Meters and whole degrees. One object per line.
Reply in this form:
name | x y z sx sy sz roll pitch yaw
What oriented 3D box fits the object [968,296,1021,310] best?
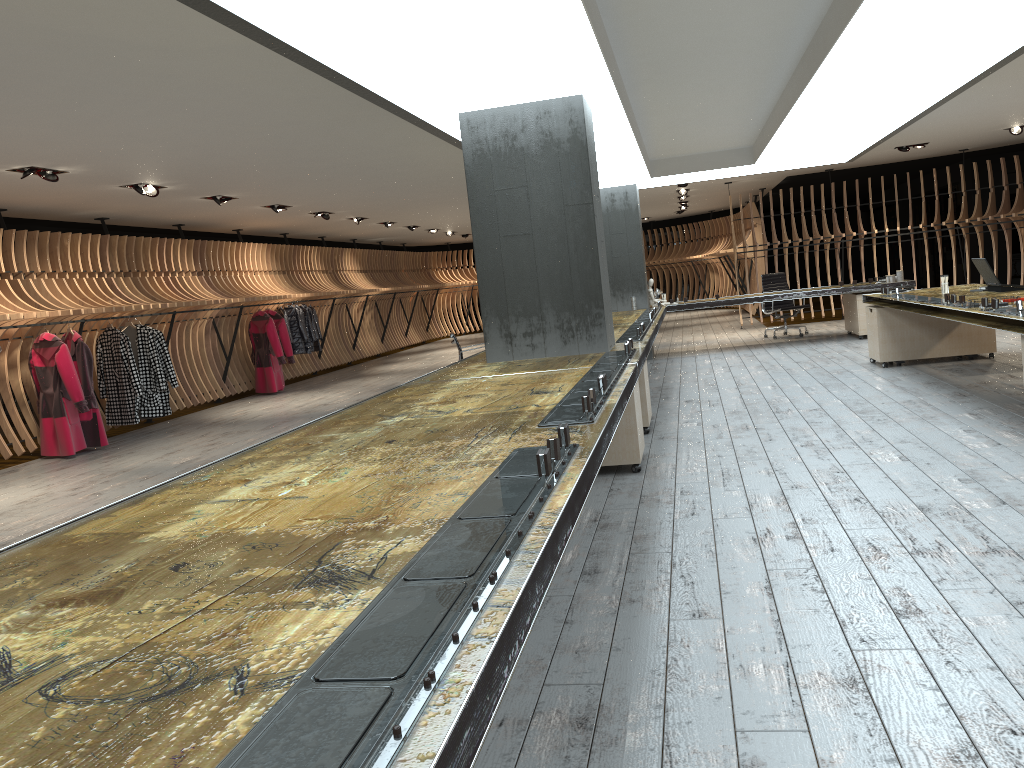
object | 3.425 -0.573 6.298 0.302 0.074 0.217 -6 6 6

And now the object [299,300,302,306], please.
object | -3.720 -1.339 15.507 0.438 0.243 0.010 -5 5 12

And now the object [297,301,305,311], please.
object | -3.714 -1.333 15.384 0.440 0.226 0.010 -2 7 37

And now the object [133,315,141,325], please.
object | -4.603 -0.716 10.880 0.525 0.270 0.012 -6 5 2

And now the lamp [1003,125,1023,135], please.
lamp | 7.513 -3.820 12.997 0.270 0.291 0.493 -10 7 -33

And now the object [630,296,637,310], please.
object | 1.754 -1.164 12.767 0.079 0.188 0.079 -4 6 27

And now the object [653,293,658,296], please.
object | 2.153 -1.272 13.342 0.081 0.198 0.050 -2 7 37

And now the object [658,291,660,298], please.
object | 2.199 -1.292 13.320 0.084 0.239 0.009 -7 5 -11

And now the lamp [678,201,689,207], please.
lamp | 3.971 -4.253 20.558 0.269 0.295 0.493 -5 6 12

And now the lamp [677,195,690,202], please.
lamp | 3.666 -4.052 19.002 0.269 0.288 0.493 -5 6 12

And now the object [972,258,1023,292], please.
object | 4.377 -0.989 7.942 0.365 0.315 0.373 -5 6 12

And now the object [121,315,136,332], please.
object | -4.619 -0.695 10.700 0.525 0.270 0.012 -5 5 12

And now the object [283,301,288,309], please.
object | -3.816 -1.277 14.944 0.440 0.226 0.010 -6 5 2

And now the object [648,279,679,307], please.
object | 2.227 -1.358 13.105 0.431 0.429 0.195 -6 5 7

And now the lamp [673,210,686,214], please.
lamp | 4.505 -4.656 23.679 0.269 0.293 0.493 -7 6 -5

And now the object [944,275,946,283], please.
object | 4.181 -0.969 8.548 0.007 0.170 0.030 -6 5 8

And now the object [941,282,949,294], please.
object | 4.169 -0.922 8.537 0.061 0.111 0.062 -1 8 45

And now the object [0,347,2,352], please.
object | -5.103 -0.400 8.427 0.547 0.261 0.023 -5 5 13

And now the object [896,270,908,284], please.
object | 5.391 -1.470 12.264 0.088 0.204 0.263 -5 6 10

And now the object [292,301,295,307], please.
object | -3.774 -1.308 15.236 0.438 0.242 0.016 -2 7 37

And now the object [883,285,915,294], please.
object | 4.166 -1.014 9.568 0.302 0.074 0.217 -6 6 6

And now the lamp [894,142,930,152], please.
lamp | 6.280 -3.786 13.944 0.492 0.293 0.270 -4 6 18

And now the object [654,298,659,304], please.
object | 2.166 -1.232 13.333 0.108 0.128 0.108 -4 6 27

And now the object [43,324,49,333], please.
object | -4.914 -0.514 9.355 0.525 0.270 0.012 -3 6 32

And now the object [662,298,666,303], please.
object | 2.292 -1.240 13.350 0.061 0.111 0.062 -6 5 0

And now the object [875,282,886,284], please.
object | 5.323 -1.449 12.638 0.343 0.015 0.233 0 9 43

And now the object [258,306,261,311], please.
object | -3.997 -1.134 14.051 0.525 0.270 0.012 -1 7 41

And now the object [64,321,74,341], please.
object | -4.818 -0.558 9.662 0.525 0.270 0.012 -1 7 41

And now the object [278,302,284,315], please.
object | -3.860 -1.247 14.713 0.010 0.226 0.440 -9 7 -28

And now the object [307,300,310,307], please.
object | -3.637 -1.394 15.861 0.010 0.226 0.440 -11 7 -38

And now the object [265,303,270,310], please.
object | -3.950 -1.158 14.320 0.523 0.290 0.015 -4 6 22

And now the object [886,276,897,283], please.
object | 5.319 -1.460 12.400 0.174 0.088 0.290 -3 7 28

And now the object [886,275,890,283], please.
object | 5.258 -1.464 12.397 0.062 0.108 0.062 -8 6 -16

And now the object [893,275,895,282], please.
object | 5.328 -1.470 12.383 0.062 0.108 0.062 -8 6 -16

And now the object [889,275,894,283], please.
object | 5.280 -1.459 12.330 0.062 0.108 0.062 -8 6 -16

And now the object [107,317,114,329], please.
object | -4.709 -0.651 10.388 0.525 0.270 0.012 -3 6 32

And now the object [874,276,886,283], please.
object | 5.474 -1.545 13.080 0.216 0.074 0.303 -5 6 16

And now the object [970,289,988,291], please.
object | 4.449 -0.887 8.308 0.213 0.019 0.219 -7 6 -3

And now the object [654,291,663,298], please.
object | 2.216 -1.285 13.372 0.138 0.208 0.034 -7 5 -8

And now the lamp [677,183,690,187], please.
lamp | 3.057 -3.639 15.892 0.269 0.294 0.493 -5 6 12

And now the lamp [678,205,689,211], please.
lamp | 4.276 -4.459 22.113 0.269 0.292 0.493 -5 6 12

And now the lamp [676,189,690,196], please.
lamp | 3.361 -3.849 17.447 0.269 0.283 0.493 -5 6 12
